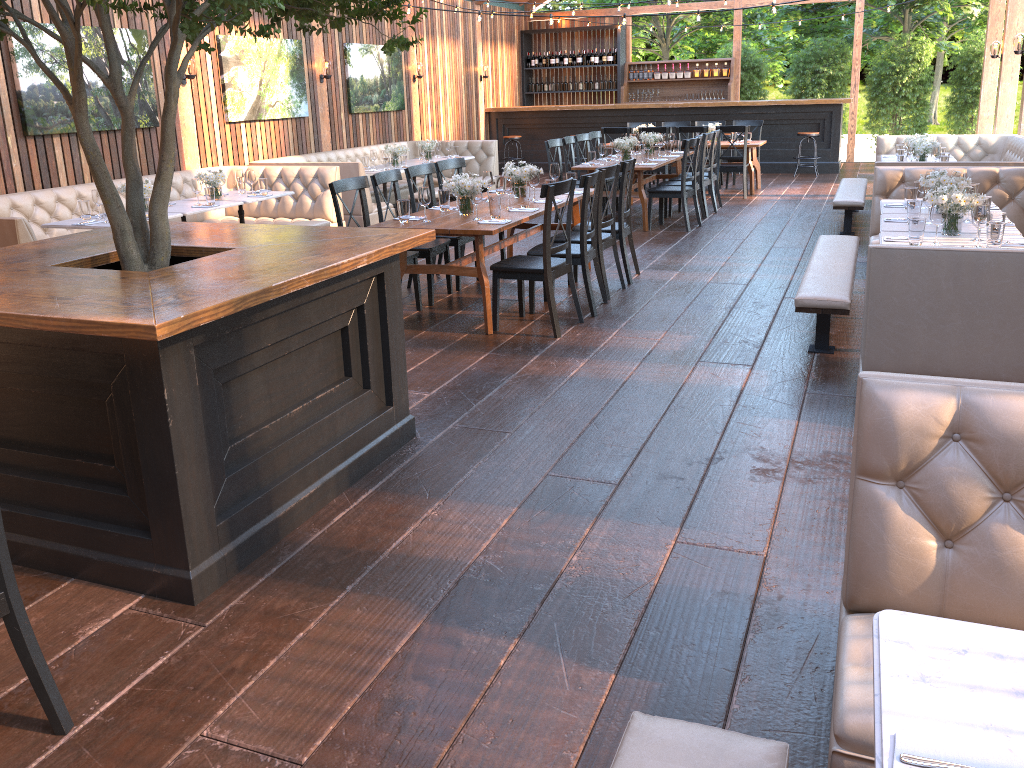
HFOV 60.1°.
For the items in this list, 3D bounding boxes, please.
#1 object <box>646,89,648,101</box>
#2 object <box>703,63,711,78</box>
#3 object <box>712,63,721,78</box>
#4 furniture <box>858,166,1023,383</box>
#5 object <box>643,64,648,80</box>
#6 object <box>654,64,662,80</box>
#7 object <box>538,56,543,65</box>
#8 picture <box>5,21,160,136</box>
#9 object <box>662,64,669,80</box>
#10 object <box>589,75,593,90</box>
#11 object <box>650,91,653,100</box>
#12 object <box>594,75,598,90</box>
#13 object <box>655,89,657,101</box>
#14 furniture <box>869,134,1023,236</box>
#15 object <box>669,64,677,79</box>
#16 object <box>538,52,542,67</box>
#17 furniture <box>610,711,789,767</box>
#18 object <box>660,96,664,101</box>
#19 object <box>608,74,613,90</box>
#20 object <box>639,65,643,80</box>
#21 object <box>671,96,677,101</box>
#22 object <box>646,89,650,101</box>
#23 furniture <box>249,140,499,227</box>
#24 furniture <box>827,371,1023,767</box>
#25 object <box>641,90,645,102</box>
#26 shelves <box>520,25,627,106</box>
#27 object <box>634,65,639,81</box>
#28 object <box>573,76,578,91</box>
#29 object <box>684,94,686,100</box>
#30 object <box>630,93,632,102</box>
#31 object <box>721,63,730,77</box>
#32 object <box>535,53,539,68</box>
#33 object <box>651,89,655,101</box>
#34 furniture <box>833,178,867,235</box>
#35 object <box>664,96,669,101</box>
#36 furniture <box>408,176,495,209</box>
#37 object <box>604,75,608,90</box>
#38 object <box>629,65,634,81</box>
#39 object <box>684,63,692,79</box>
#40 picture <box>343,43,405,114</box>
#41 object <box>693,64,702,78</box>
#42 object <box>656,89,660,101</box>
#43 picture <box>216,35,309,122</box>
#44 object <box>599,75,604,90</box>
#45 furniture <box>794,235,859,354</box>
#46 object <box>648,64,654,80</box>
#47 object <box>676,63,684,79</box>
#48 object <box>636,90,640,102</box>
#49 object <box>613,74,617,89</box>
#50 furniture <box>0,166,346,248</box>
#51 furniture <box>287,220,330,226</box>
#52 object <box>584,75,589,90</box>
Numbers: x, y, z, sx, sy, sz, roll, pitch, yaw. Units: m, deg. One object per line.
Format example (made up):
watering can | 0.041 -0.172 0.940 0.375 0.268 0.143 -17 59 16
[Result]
object | 2.866 -6.093 18.678 0.093 0.240 0.093 12 21 40
object | 3.996 -6.422 18.139 0.176 0.283 0.111 6 18 27
object | 4.160 -6.392 18.032 0.176 0.283 0.111 3 16 17
furniture | 3.225 -0.795 5.744 1.712 0.844 4.226 5 20 21
object | 2.808 -6.544 18.573 0.094 0.313 0.096 3 16 17
object | 3.050 -6.521 18.495 0.138 0.306 0.140 6 18 26
object | 0.595 -7.020 19.177 0.136 0.310 0.138 -6 16 -15
picture | -4.148 -2.994 8.695 0.065 0.981 1.677 4 19 21
object | 3.194 -6.505 18.433 0.138 0.306 0.140 4 17 21
object | 1.676 -6.392 18.773 0.094 0.303 0.096 -5 16 -12
object | 2.958 -6.086 18.648 0.092 0.240 0.094 -3 16 -3
object | 1.786 -6.391 18.756 0.094 0.303 0.095 -6 16 -13
object | 3.054 -6.077 18.613 0.092 0.240 0.094 -3 16 -3
furniture | 4.917 -2.201 9.794 1.712 0.844 4.226 5 20 21
object | 3.340 -6.489 18.369 0.138 0.306 0.140 6 18 26
object | 0.606 -6.973 19.038 0.077 0.304 0.079 -2 15 1
furniture | -0.033 1.207 0.776 0.313 0.392 2.367 5 19 21
object | 3.176 -5.994 18.580 0.124 0.095 0.125 9 20 32
object | 2.072 -6.354 18.616 0.094 0.303 0.095 5 17 23
object | 2.727 -6.564 18.641 0.094 0.313 0.096 3 16 17
object | 3.377 -5.949 18.427 0.124 0.095 0.126 1 18 11
object | 2.860 -6.060 18.581 0.092 0.240 0.094 -3 16 -3
furniture | -1.760 -2.858 12.443 1.712 0.844 4.226 5 20 21
furniture | 0.967 1.081 0.338 1.712 0.844 4.226 5 20 21
object | 2.755 -6.068 18.614 0.093 0.240 0.093 12 21 40
shelves | 1.339 -6.213 19.145 2.206 2.781 0.509 5 17 22
object | 2.621 -6.563 18.652 0.094 0.313 0.095 10 19 36
object | 1.361 -6.434 18.929 0.094 0.303 0.095 4 17 22
object | 3.614 -5.958 18.375 0.097 0.132 0.099 1 16 9
object | 2.498 -6.037 18.641 0.070 0.182 0.071 6 17 26
object | 4.346 -6.385 17.995 0.176 0.283 0.111 6 18 27
object | 0.532 -6.985 19.090 0.077 0.302 0.078 10 19 37
object | 2.951 -6.047 18.534 0.092 0.240 0.094 -3 16 -3
furniture | 3.921 -2.077 10.241 0.313 0.392 2.367 5 19 21
object | 3.217 -5.945 18.432 0.124 0.095 0.125 9 20 32
furniture | -0.725 -2.536 12.088 0.313 0.392 2.367 5 19 21
object | 1.979 -6.367 18.666 0.094 0.303 0.095 3 16 18
object | 2.535 -6.581 18.714 0.094 0.313 0.096 4 17 22
object | 3.632 -6.465 18.268 0.138 0.306 0.140 6 18 26
picture | -2.094 -4.711 13.644 0.065 0.981 1.677 4 19 21
object | 3.807 -6.433 18.192 0.176 0.283 0.111 3 16 17
object | 3.052 -6.040 18.503 0.092 0.240 0.094 -3 16 -3
picture | -3.112 -3.860 11.191 0.065 0.981 1.677 4 19 21
object | 1.894 -6.385 18.730 0.095 0.303 0.095 12 21 42
furniture | 2.234 -0.676 6.203 0.313 0.392 2.367 5 19 21
object | 2.912 -6.539 18.550 0.094 0.313 0.096 8 18 31
object | 3.477 -6.473 18.308 0.138 0.306 0.140 3 16 16
object | 2.653 -6.080 18.662 0.093 0.240 0.093 12 21 40
object | 2.180 -6.355 18.610 0.095 0.303 0.095 -15 20 -40
furniture | -3.449 -1.456 8.402 1.712 0.844 4.226 5 20 21
furniture | -2.412 -1.135 8.050 0.313 0.392 2.367 5 19 21
object | 1.582 -6.414 18.847 0.095 0.303 0.095 -15 20 -39
